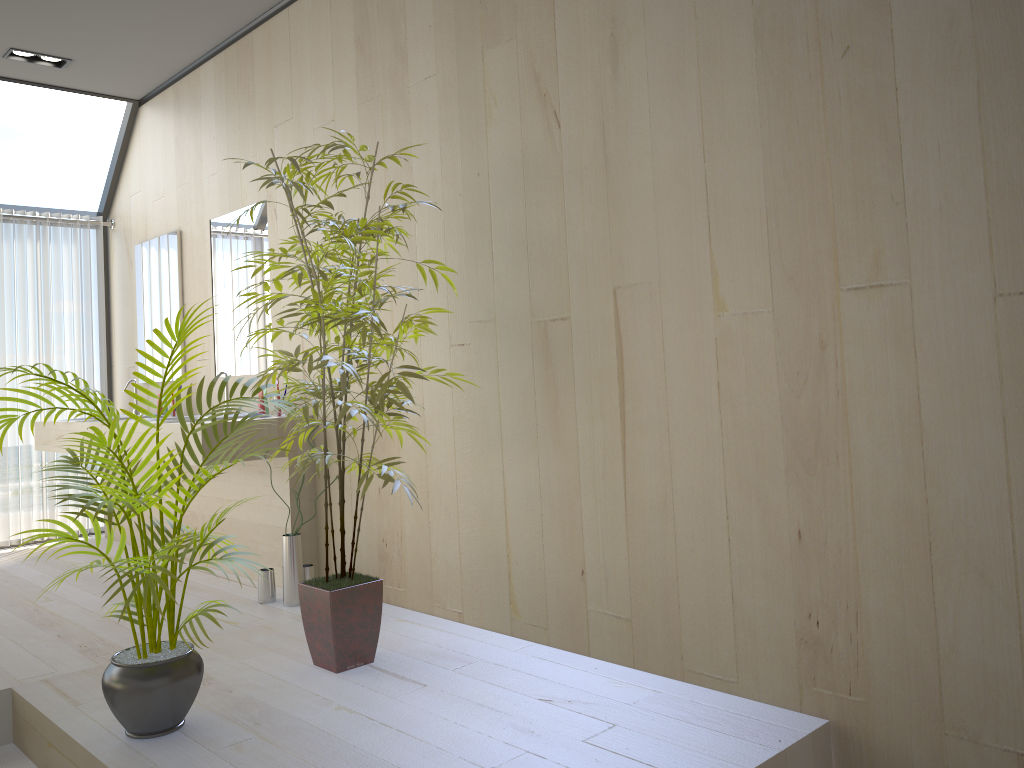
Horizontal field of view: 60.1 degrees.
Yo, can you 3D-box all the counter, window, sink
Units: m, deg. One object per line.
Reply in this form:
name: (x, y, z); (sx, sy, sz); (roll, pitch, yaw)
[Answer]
counter: (-1.492, 0.567, 4.313); (0.551, 0.793, 1.202); (-1, -1, -43)
counter: (-2.315, 0.600, 5.190); (0.551, 0.793, 1.202); (-1, -1, -43)
window: (-4.187, -0.326, 4.212); (4.564, 2.821, 0.743); (-3, -2, -43)
sink: (-2.348, 0.186, 5.153); (0.504, 0.420, 0.572); (-2, -1, -40)
sink: (-1.525, 0.153, 4.276); (0.504, 0.420, 0.572); (-2, -1, -40)

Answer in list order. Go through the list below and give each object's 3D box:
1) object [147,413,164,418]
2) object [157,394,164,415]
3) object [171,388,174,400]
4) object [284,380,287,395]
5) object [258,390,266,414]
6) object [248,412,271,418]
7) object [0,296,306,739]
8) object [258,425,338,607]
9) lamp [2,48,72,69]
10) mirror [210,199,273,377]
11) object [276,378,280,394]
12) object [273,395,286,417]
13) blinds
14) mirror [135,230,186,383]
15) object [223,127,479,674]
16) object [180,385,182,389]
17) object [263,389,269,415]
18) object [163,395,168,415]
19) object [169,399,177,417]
object: (-1.981, 0.174, 4.938); (0.104, 0.029, 0.032); (-3, -1, -3)
object: (-1.997, 0.124, 5.020); (0.039, 0.135, 0.038); (-3, -3, 5)
object: (-1.901, 0.095, 4.959); (0.012, 0.178, 0.050); (-3, -3, -4)
object: (-1.064, 0.062, 4.116); (0.054, 0.176, 0.012); (-2, -3, -18)
object: (-1.174, 0.091, 4.143); (0.039, 0.135, 0.039); (-3, -3, -2)
object: (-1.157, 0.141, 4.061); (0.104, 0.029, 0.032); (-3, -1, -3)
object: (-1.041, 0.359, 2.412); (0.916, 1.160, 0.749); (-3, -2, -10)
object: (-0.904, 0.558, 3.854); (0.273, 0.751, 0.407); (-5, -3, 35)
lamp: (-2.572, -1.813, 4.797); (0.301, 0.112, 0.163); (-3, 0, -43)
mirror: (-1.405, -0.478, 4.612); (0.023, 0.871, 0.651); (0, -3, -43)
object: (-1.078, 0.062, 4.082); (0.012, 0.178, 0.050); (-3, -3, -4)
object: (-1.077, 0.104, 4.110); (0.058, 0.100, 0.058); (-2, -2, -33)
blinds: (-3.122, -0.051, 5.443); (1.183, 2.076, 0.084); (-1, -3, -43)
mirror: (-2.132, -0.448, 5.347); (0.023, 0.871, 0.651); (0, -3, -43)
object: (-0.538, 0.039, 2.968); (0.787, 1.761, 0.932); (-2, -2, -18)
object: (-1.888, 0.095, 4.994); (0.054, 0.176, 0.012); (-2, -3, -18)
object: (-1.188, 0.091, 4.256); (0.039, 0.135, 0.039); (-3, -3, -2)
object: (-2.012, 0.124, 5.133); (0.039, 0.135, 0.038); (-3, -3, 5)
object: (-1.901, 0.137, 4.987); (0.058, 0.100, 0.058); (-1, -2, -36)
